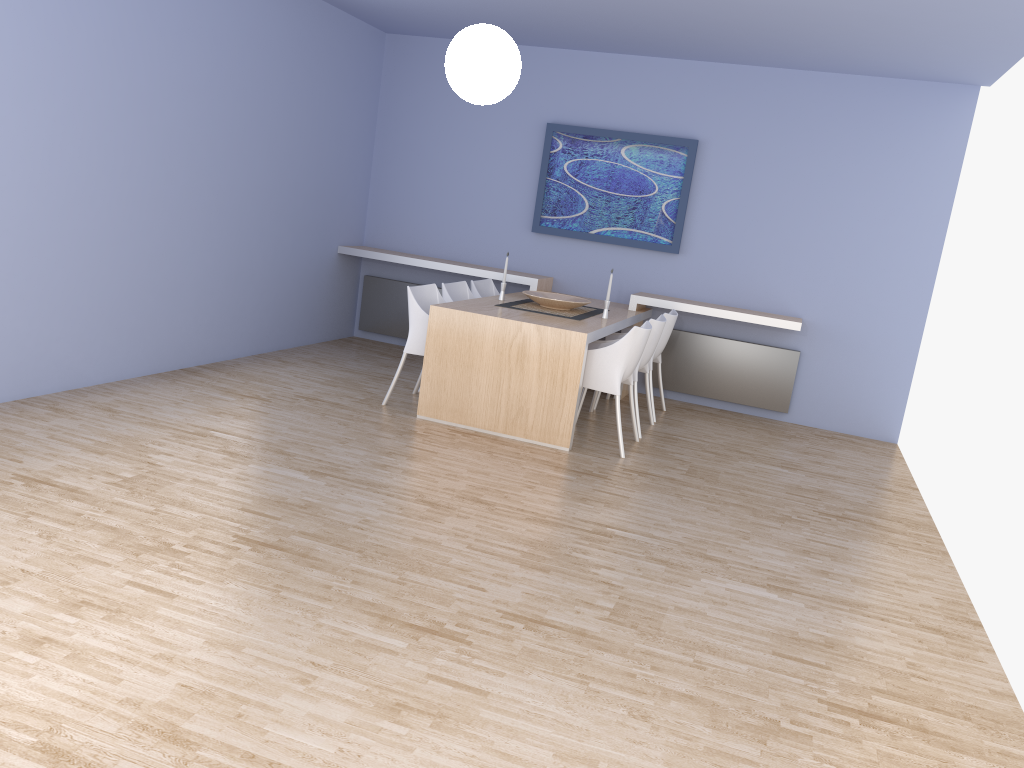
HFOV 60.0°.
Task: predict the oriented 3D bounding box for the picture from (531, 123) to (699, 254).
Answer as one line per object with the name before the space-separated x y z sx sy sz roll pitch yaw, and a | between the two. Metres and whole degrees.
picture | 0.823 -1.611 7.279 1.252 0.901 0.049 12 12 16

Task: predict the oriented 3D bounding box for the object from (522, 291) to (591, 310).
object | 0.312 -0.582 6.298 0.493 0.081 0.493 16 14 35

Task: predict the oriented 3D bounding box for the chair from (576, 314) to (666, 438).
chair | 0.769 -0.105 6.125 0.486 0.793 0.510 12 12 17

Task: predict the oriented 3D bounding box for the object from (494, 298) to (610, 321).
object | 0.309 -0.540 6.303 0.594 0.005 0.986 11 12 16

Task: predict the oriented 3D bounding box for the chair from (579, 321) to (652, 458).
chair | 0.584 -0.020 5.566 0.486 0.793 0.510 12 12 16

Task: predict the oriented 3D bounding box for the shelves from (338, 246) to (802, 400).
shelves | 0.330 -0.450 7.424 3.901 0.840 0.463 12 12 16

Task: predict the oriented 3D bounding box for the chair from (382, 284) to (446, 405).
chair | -0.494 -0.240 5.890 0.486 0.793 0.510 12 12 16

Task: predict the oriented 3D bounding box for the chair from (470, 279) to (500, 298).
chair | -0.136 -0.403 6.970 0.486 0.793 0.510 12 12 16

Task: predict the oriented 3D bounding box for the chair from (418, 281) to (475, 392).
chair | -0.315 -0.321 6.430 0.486 0.793 0.510 12 12 16

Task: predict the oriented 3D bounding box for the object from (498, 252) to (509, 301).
object | -0.051 -0.768 6.294 0.045 0.349 0.045 1 13 -31

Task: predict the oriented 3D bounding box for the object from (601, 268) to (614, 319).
object | 0.663 -0.623 6.079 0.045 0.349 0.045 12 12 16

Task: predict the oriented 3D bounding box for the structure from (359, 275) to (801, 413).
structure | 0.437 -0.381 7.591 3.843 0.503 0.064 12 12 16

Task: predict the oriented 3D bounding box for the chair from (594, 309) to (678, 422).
chair | 0.953 -0.188 6.677 0.486 0.793 0.510 12 12 17

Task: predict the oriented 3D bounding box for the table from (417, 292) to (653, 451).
table | 0.284 -0.206 6.475 1.002 0.718 2.340 12 12 16
